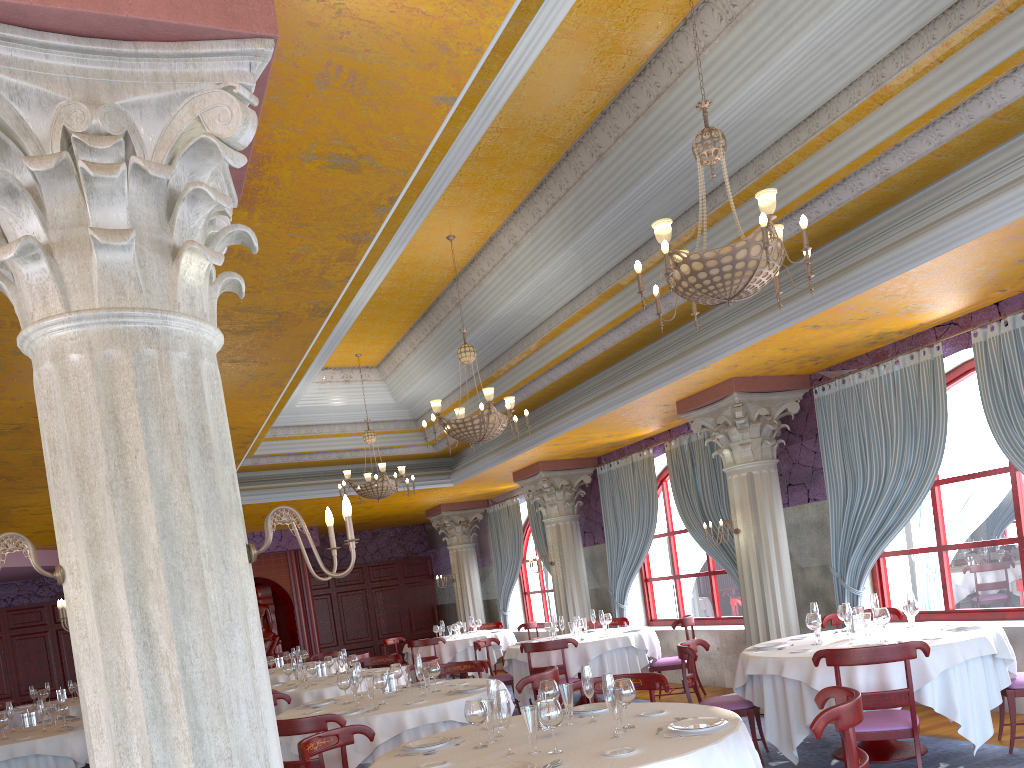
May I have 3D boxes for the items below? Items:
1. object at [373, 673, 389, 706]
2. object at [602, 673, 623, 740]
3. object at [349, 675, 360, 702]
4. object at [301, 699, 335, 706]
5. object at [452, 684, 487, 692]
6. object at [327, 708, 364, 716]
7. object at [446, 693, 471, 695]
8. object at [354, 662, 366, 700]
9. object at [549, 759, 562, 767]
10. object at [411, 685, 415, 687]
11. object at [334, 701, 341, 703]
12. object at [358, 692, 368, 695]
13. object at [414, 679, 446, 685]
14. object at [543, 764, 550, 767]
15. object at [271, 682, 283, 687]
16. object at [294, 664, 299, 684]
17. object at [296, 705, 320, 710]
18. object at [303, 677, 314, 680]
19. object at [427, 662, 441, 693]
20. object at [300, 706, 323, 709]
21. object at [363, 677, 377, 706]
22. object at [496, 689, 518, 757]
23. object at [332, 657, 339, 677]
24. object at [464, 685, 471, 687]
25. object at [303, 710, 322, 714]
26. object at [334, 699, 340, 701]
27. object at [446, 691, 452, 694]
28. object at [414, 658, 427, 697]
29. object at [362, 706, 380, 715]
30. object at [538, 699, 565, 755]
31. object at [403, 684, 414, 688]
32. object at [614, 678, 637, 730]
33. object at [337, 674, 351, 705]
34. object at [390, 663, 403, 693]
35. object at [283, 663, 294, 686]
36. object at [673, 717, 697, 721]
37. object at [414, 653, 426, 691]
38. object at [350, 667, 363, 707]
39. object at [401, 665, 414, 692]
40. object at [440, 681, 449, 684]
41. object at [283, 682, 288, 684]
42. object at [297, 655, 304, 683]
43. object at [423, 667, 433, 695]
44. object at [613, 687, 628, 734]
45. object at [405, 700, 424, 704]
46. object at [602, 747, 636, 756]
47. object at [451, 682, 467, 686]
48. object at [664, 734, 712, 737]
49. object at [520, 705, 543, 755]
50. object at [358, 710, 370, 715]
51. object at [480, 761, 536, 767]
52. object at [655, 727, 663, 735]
[{"bbox_3d":[-1.088,2.538,7.124,0.120,0.264,0.124,-8,-1,-33],"label":"object"},{"bbox_3d":[0.505,1.632,4.341,0.072,0.335,0.075,-9,2,-33],"label":"object"},{"bbox_3d":[-1.411,2.716,7.641,0.085,0.237,0.087,-8,0,-22],"label":"object"},{"bbox_3d":[-1.768,2.910,7.804,0.310,0.024,0.324,-2,-14,-24],"label":"object"},{"bbox_3d":[-0.350,2.583,7.251,0.310,0.024,0.324,-2,-14,-24],"label":"object"},{"bbox_3d":[-1.329,2.619,6.813,0.310,0.024,0.324,-2,-14,-24],"label":"object"},{"bbox_3d":[-0.434,2.563,7.089,0.236,0.013,0.028,-13,-11,21],"label":"object"},{"bbox_3d":[-1.380,2.691,7.761,0.074,0.335,0.073,-8,1,12],"label":"object"},{"bbox_3d":[0.162,1.718,3.828,0.055,0.019,0.258,-13,-14,23],"label":"object"},{"bbox_3d":[-0.957,2.917,8.274,0.022,0.003,0.256,-12,-14,18],"label":"object"},{"bbox_3d":[-1.571,2.880,7.763,0.030,0.010,0.140,-12,-14,21],"label":"object"},{"bbox_3d":[-1.386,2.942,8.140,0.158,0.009,0.163,-7,-13,-5],"label":"object"},{"bbox_3d":[-0.789,2.875,8.242,0.310,0.024,0.324,-2,-14,-24],"label":"object"},{"bbox_3d":[0.127,1.735,3.840,0.022,0.003,0.256,-12,-14,18],"label":"object"},{"bbox_3d":[-2.994,3.734,10.608,0.311,0.024,0.323,4,-18,-43],"label":"object"},{"bbox_3d":[-2.637,3.539,10.444,0.085,0.237,0.087,-8,0,-22],"label":"object"},{"bbox_3d":[-1.810,2.870,7.597,0.261,0.019,0.055,-14,-13,25],"label":"object"},{"bbox_3d":[-2.612,3.766,10.944,0.157,0.009,0.164,-2,-14,-24],"label":"object"},{"bbox_3d":[-0.680,2.569,7.508,0.121,0.264,0.123,-8,-1,-11],"label":"object"},{"bbox_3d":[-1.798,2.886,7.634,0.257,0.003,0.022,-13,-14,20],"label":"object"},{"bbox_3d":[-1.187,2.578,7.183,0.086,0.237,0.085,-8,0,0],"label":"object"},{"bbox_3d":[-0.031,1.693,4.280,0.072,0.335,0.075,-9,2,-33],"label":"object"},{"bbox_3d":[-2.185,3.528,10.668,0.085,0.237,0.087,-8,0,-22],"label":"object"},{"bbox_3d":[-0.307,2.628,7.459,0.261,0.019,0.055,-14,-13,25],"label":"object"},{"bbox_3d":[-1.685,2.774,7.235,0.158,0.009,0.163,-7,-13,-5],"label":"object"},{"bbox_3d":[-1.682,2.942,7.967,0.236,0.013,0.028,-13,-11,21],"label":"object"},{"bbox_3d":[-0.544,2.627,7.292,0.030,0.010,0.140,-12,-14,21],"label":"object"},{"bbox_3d":[-0.781,2.495,7.283,0.074,0.335,0.073,-8,1,12],"label":"object"},{"bbox_3d":[-1.123,2.582,6.769,0.055,0.019,0.258,-13,-14,23],"label":"object"},{"bbox_3d":[0.197,1.674,4.183,0.121,0.264,0.123,-8,-1,-11],"label":"object"},{"bbox_3d":[-0.994,2.916,8.286,0.055,0.019,0.258,-13,-14,23],"label":"object"},{"bbox_3d":[0.606,1.706,4.567,0.120,0.264,0.124,-8,-1,-33],"label":"object"},{"bbox_3d":[-1.471,2.687,7.538,0.121,0.264,0.123,-8,-1,-11],"label":"object"},{"bbox_3d":[-1.062,2.719,7.922,0.121,0.264,0.123,-8,-1,-11],"label":"object"},{"bbox_3d":[-2.696,3.511,10.342,0.124,0.264,0.120,-8,-1,34],"label":"object"},{"bbox_3d":[0.979,1.764,4.517,0.261,0.019,0.055,-14,-13,25],"label":"object"},{"bbox_3d":[-0.844,2.630,7.823,0.074,0.335,0.073,-8,1,12],"label":"object"},{"bbox_3d":[-1.316,2.556,7.221,0.074,0.335,0.073,-8,1,12],"label":"object"},{"bbox_3d":[-0.959,2.705,7.864,0.087,0.237,0.084,-8,0,23],"label":"object"},{"bbox_3d":[-0.626,2.838,8.155,0.028,0.013,0.234,-11,-13,19],"label":"object"},{"bbox_3d":[-2.908,3.765,10.771,0.236,0.013,0.028,-13,-11,21],"label":"object"},{"bbox_3d":[-2.605,3.514,10.565,0.074,0.335,0.073,-8,1,12],"label":"object"},{"bbox_3d":[-0.736,2.567,7.407,0.084,0.237,0.087,-8,0,-45],"label":"object"},{"bbox_3d":[0.550,1.704,4.466,0.086,0.237,0.085,-8,0,0],"label":"object"},{"bbox_3d":[-0.786,2.577,6.929,0.158,0.009,0.163,-7,-13,-5],"label":"object"},{"bbox_3d":[0.499,1.714,3.988,0.157,0.009,0.164,-2,-14,-24],"label":"object"},{"bbox_3d":[-0.488,2.746,7.834,0.157,0.009,0.163,4,-18,-43],"label":"object"},{"bbox_3d":[0.851,1.700,4.148,0.236,0.013,0.028,-13,-11,21],"label":"object"},{"bbox_3d":[0.098,1.715,4.242,0.085,0.237,0.087,-8,0,-22],"label":"object"},{"bbox_3d":[-1.158,2.598,6.782,0.022,0.003,0.256,-12,-14,18],"label":"object"},{"bbox_3d":[-0.044,1.755,3.872,0.312,0.024,0.322,-7,-13,-5],"label":"object"},{"bbox_3d":[0.741,1.763,4.351,0.030,0.010,0.140,-12,-14,21],"label":"object"}]
